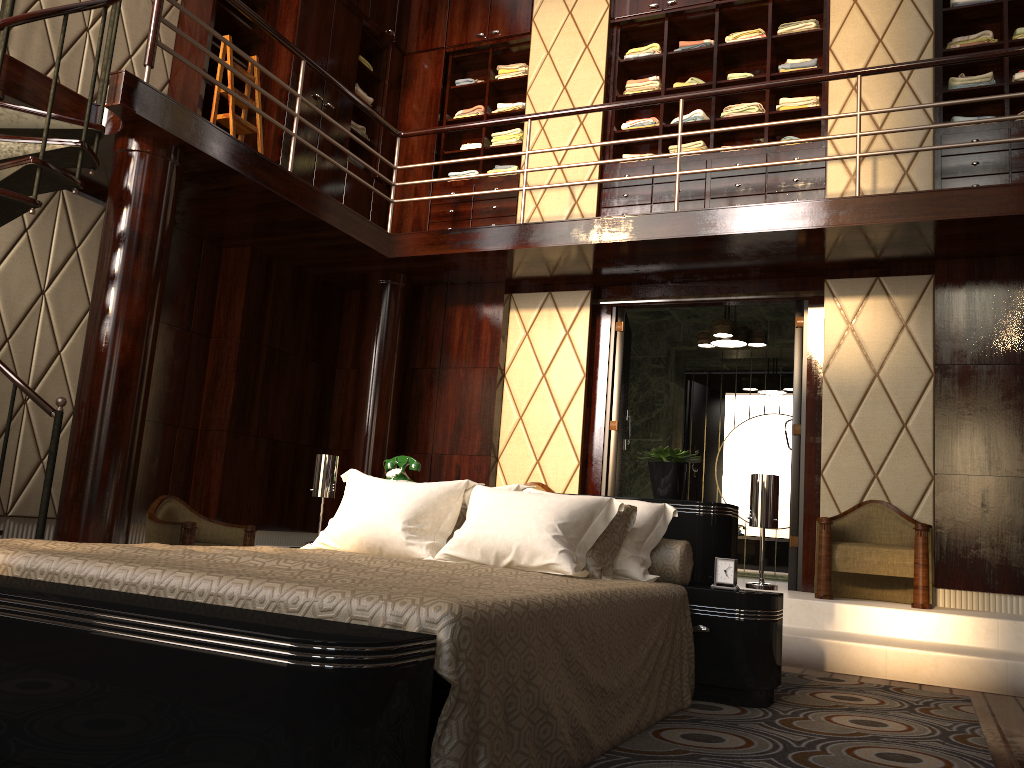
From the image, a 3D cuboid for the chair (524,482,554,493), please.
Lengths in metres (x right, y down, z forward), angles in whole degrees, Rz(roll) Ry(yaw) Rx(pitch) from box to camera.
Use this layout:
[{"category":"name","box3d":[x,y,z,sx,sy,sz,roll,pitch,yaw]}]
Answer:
[{"category":"chair","box3d":[0.046,0.877,5.592,0.571,0.550,0.462,0,-10,25]}]

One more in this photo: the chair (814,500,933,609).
[{"category":"chair","box3d":[1.926,0.880,4.722,0.571,0.550,0.462,0,-10,25]}]

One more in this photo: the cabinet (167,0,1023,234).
[{"category":"cabinet","box3d":[1.120,-2.070,5.477,6.767,2.432,2.576,0,-10,25]}]

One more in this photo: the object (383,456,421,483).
[{"category":"object","box3d":[-0.489,0.383,3.919,0.158,0.131,0.178,6,-10,-12]}]

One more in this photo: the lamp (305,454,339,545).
[{"category":"lamp","box3d":[-0.801,0.496,3.764,0.106,0.385,0.109,-1,-11,32]}]

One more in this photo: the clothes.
[{"category":"clothes","box3d":[1.027,-1.977,6.310,4.996,0.954,0.818,1,-10,18]}]

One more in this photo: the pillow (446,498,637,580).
[{"category":"pillow","box3d":[-0.119,0.504,3.047,1.123,0.271,0.293,0,-10,25]}]

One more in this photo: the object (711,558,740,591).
[{"category":"object","box3d":[0.709,0.631,2.940,0.088,0.103,0.034,-2,-11,33]}]

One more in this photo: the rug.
[{"category":"rug","box3d":[-0.313,0.881,2.389,2.910,0.006,3.735,0,-10,25]}]

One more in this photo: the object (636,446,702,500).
[{"category":"object","box3d":[0.604,0.349,3.418,0.256,0.205,0.241,3,-9,7]}]

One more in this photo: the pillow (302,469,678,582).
[{"category":"pillow","box3d":[-0.130,0.483,3.085,1.322,0.320,0.685,0,-10,26]}]

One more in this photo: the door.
[{"category":"door","box3d":[1.305,0.422,6.045,1.435,1.820,0.828,0,-10,24]}]

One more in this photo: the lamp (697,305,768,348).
[{"category":"lamp","box3d":[1.555,-0.456,6.501,0.515,0.347,0.467,11,-11,-34]}]

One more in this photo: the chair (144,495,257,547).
[{"category":"chair","box3d":[-1.737,0.893,4.819,0.462,0.550,0.571,0,-10,25]}]

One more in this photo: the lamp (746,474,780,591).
[{"category":"lamp","box3d":[0.860,0.505,3.033,0.106,0.385,0.109,-1,-11,32]}]

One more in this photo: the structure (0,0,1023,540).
[{"category":"structure","box3d":[0.452,-0.409,4.037,6.107,3.189,3.750,0,-10,25]}]

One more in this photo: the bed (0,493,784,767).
[{"category":"bed","box3d":[-0.363,0.578,2.603,1.985,0.660,2.381,0,-10,25]}]

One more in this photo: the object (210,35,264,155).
[{"category":"object","box3d":[-1.635,-1.622,5.409,0.258,0.974,0.275,0,-10,25]}]

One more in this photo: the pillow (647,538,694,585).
[{"category":"pillow","box3d":[-0.015,0.617,3.357,1.396,0.167,0.173,0,-10,25]}]
